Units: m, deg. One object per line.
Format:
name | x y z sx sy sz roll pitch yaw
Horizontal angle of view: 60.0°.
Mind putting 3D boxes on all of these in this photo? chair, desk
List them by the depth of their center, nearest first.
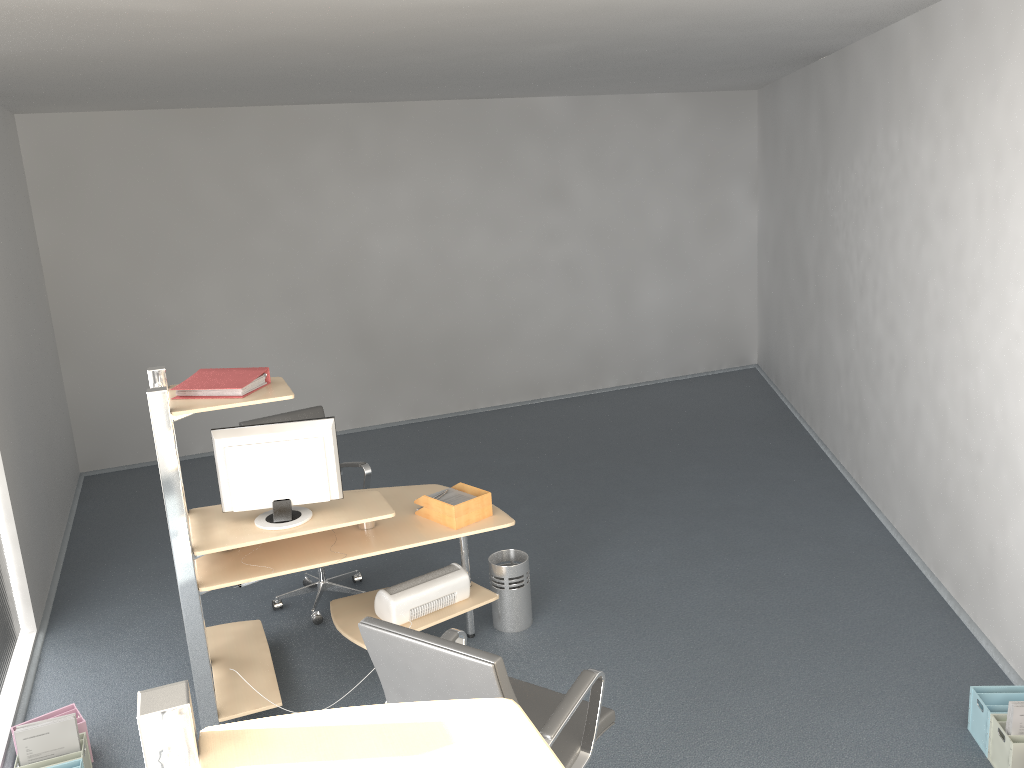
desk | 0.192 1.131 1.707 1.469 1.566 0.967 -9 14 -20
chair | -0.038 1.147 2.831 0.584 1.048 0.652 5 16 34
desk | -0.839 0.598 4.249 1.469 1.566 0.967 -9 14 -20
chair | -1.102 0.722 4.924 0.584 1.048 0.652 -13 16 -33

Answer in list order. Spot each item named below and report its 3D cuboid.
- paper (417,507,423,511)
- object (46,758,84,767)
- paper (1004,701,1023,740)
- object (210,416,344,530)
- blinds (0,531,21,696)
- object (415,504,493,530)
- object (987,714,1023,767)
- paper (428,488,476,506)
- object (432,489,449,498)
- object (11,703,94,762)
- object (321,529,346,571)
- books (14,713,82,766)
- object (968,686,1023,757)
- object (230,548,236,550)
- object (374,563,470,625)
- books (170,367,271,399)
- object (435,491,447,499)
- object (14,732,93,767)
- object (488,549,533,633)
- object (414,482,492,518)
paper | -0.279 0.604 4.208 0.210 0.019 0.297 -15 18 -40
object | -1.738 1.583 3.334 0.245 0.202 0.185 -9 14 -20
paper | 1.920 1.295 3.240 0.220 0.306 0.068 -2 13 6
object | -1.016 0.386 3.812 0.516 0.418 0.245 -3 13 1
blinds | -2.363 0.153 3.534 0.022 2.770 1.950 -9 14 -20
object | -0.279 0.592 4.205 0.225 0.060 0.309 -15 18 -40
object | 1.926 1.360 3.271 0.245 0.202 0.185 -2 13 6
paper | -0.282 0.554 4.197 0.210 0.010 0.297 -15 18 -40
object | -0.351 0.532 4.269 0.008 0.009 0.159 5 16 32
object | -1.914 1.508 3.699 0.245 0.202 0.185 -14 17 -38
object | -0.840 0.687 4.138 0.478 0.082 0.814 -7 14 -13
books | -1.815 1.476 3.500 0.220 0.306 0.068 -9 14 -20
object | 1.942 1.317 3.450 0.245 0.202 0.185 -2 13 6
object | -1.245 0.699 4.006 0.054 0.064 0.159 6 16 35
object | -0.476 0.989 4.320 0.438 0.162 0.351 -13 16 -35
books | -1.224 -0.006 3.731 0.320 0.072 0.262 -1 14 11
object | -0.346 0.539 4.241 0.008 0.009 0.159 2 14 24
object | -1.806 1.547 3.503 0.245 0.202 0.185 -9 14 -20
object | -0.007 1.078 4.613 0.208 0.377 0.208 2 14 22
object | -0.282 0.537 4.192 0.225 0.060 0.309 -15 18 -40
